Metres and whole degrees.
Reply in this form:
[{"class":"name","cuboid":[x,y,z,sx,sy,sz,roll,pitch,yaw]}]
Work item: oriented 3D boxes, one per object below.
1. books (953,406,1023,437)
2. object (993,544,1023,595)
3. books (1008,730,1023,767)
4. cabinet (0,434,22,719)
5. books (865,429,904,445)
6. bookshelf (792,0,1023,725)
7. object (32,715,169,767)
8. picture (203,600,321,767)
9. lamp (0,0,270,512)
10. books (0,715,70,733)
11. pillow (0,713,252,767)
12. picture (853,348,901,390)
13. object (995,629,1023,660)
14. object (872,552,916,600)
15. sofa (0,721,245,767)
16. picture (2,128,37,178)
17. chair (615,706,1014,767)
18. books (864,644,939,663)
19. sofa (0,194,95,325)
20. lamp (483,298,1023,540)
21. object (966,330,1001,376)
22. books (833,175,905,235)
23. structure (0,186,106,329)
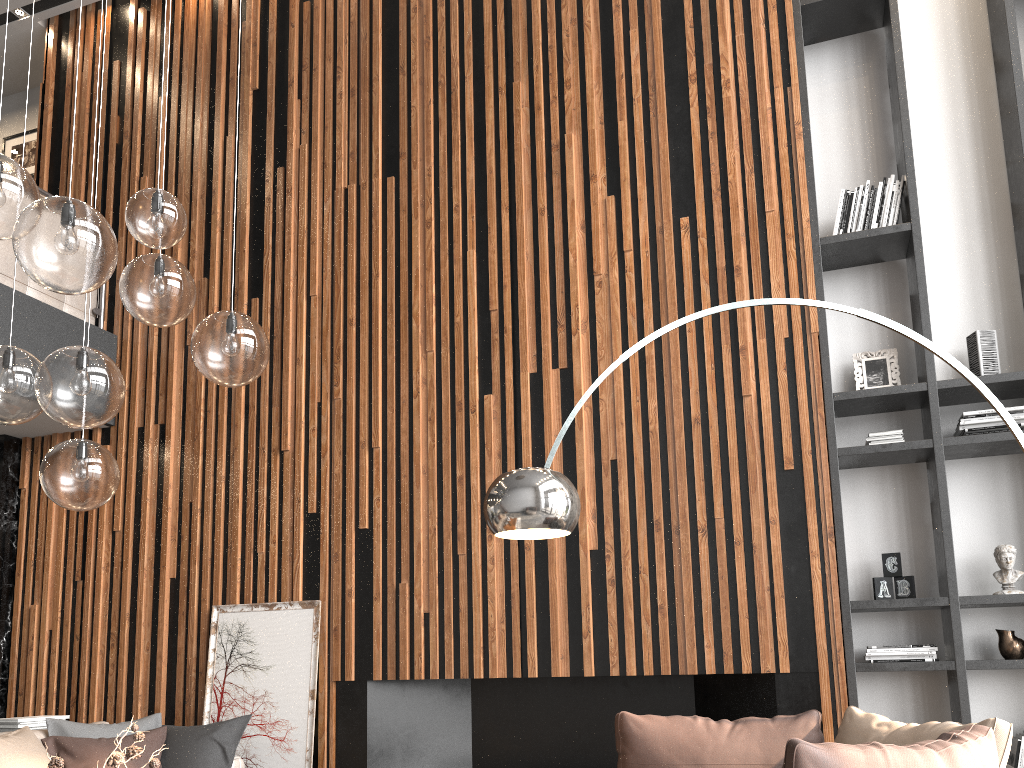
[{"class":"books","cuboid":[2.303,0.206,4.188,0.324,0.124,0.225,-7,-17,18]},{"class":"object","cuboid":[2.309,0.872,4.087,0.137,0.237,0.141,5,-13,-29]},{"class":"books","cuboid":[2.394,1.681,3.930,0.334,0.279,0.179,-6,-13,19]},{"class":"cabinet","cuboid":[-5.653,1.233,5.170,6.227,3.151,3.728,-7,-15,19]},{"class":"books","cuboid":[1.848,0.298,4.352,0.176,0.070,0.337,-7,-18,17]},{"class":"bookshelf","cuboid":[2.265,-0.717,4.354,1.465,5.162,0.345,-5,-10,19]},{"class":"object","cuboid":[-1.178,1.255,2.497,0.317,0.584,0.560,1,-13,-10]},{"class":"picture","cuboid":[-1.409,1.722,4.901,0.732,0.970,0.103,-6,-10,19]},{"class":"lamp","cuboid":[-1.307,-2.102,2.883,1.235,4.852,1.261,-4,-10,16]},{"class":"books","cuboid":[-2.622,1.891,4.765,0.200,0.145,0.343,-7,-17,19]},{"class":"pillow","cuboid":[-2.010,1.917,4.292,1.402,0.531,0.778,13,-20,-39]},{"class":"picture","cuboid":[1.858,-0.048,4.459,0.217,0.263,0.117,-6,-12,20]},{"class":"object","cuboid":[2.319,1.207,4.061,0.103,0.138,0.103,7,-15,-32]},{"class":"object","cuboid":[1.854,0.940,4.258,0.189,0.228,0.060,-5,-11,17]},{"class":"sofa","cuboid":[-1.989,1.743,3.200,1.883,0.793,3.347,-7,-18,18]},{"class":"picture","cuboid":[-3.860,-1.816,6.952,0.506,0.399,0.025,-7,-10,19]},{"class":"chair","cuboid":[0.725,1.452,2.612,1.503,0.872,1.473,13,-21,-42]},{"class":"books","cuboid":[1.850,1.287,4.174,0.324,0.076,0.226,-7,-18,18]},{"class":"sofa","cuboid":[-4.123,-0.857,5.114,2.296,0.758,2.349,-7,-18,18]},{"class":"lamp","cuboid":[0.929,0.810,2.882,2.032,2.268,0.328,0,-9,-4]},{"class":"object","cuboid":[2.290,-0.121,4.249,0.104,0.252,0.107,-1,-11,-1]},{"class":"books","cuboid":[1.831,-0.872,4.513,0.369,0.291,0.190,-6,-13,19]},{"class":"structure","cuboid":[-4.930,-1.071,4.335,3.389,0.718,4.355,-7,-18,18]}]
